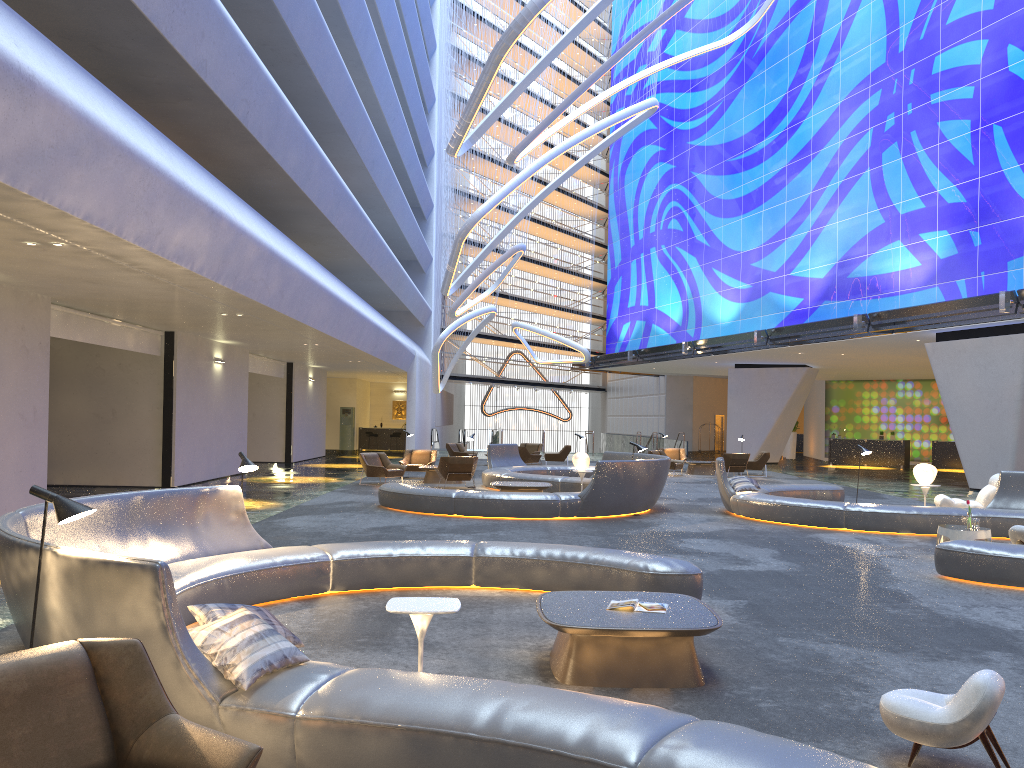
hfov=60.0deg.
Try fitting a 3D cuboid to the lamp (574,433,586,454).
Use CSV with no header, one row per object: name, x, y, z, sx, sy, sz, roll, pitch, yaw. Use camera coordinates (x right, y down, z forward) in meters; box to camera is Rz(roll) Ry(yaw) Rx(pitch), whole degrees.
lamp,1.791,1.971,23.816,0.384,1.300,0.202,1,0,17

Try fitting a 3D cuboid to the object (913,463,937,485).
object,7.358,1.610,15.797,0.367,0.387,0.318,1,-1,-18

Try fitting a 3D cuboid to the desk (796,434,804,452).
desk,16.675,3.449,51.997,2.977,1.097,0.814,0,-2,38

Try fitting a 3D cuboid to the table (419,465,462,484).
table,-1.760,2.304,22.525,1.203,0.392,1.204,1,-2,-1

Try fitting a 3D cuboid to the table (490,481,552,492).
table,0.176,2.134,17.211,1.203,0.392,1.204,1,-2,0

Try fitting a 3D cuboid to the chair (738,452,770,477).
chair,7.550,2.501,27.736,0.938,0.766,0.930,1,-1,8

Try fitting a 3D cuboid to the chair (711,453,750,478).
chair,6.534,2.428,26.351,0.929,0.766,0.939,2,-1,-17

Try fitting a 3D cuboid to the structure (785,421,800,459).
structure,13.228,2.523,41.965,1.022,2.051,0.772,1,-1,-22

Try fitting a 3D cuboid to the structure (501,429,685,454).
structure,3.855,6.875,53.427,9.304,8.396,19.745,1,-2,0

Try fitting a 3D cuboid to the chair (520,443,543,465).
chair,0.596,2.546,32.297,0.929,0.766,0.939,0,-2,27

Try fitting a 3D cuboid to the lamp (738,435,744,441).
lamp,6.880,2.174,26.582,0.202,1.300,0.384,1,0,16

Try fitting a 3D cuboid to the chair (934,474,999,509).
chair,7.821,1.955,15.015,1.157,0.882,0.729,1,-1,19

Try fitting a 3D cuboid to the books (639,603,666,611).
books,0.950,1.507,5.994,0.133,0.012,0.189,1,-2,-11

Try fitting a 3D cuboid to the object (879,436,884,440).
object,14.844,2.160,35.597,0.150,0.145,0.150,0,-2,33

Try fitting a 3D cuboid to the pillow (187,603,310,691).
pillow,-1.352,1.253,4.379,0.693,0.262,0.877,3,-3,-38

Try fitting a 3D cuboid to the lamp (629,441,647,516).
lamp,2.179,1.659,15.575,0.384,1.300,0.202,1,0,17

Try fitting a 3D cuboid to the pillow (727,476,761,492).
pillow,4.184,1.813,16.159,0.692,0.262,0.878,1,-2,8

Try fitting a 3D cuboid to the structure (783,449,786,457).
structure,13.697,2.612,44.051,0.773,2.050,1.022,1,-1,-30

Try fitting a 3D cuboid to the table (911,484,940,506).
table,7.374,2.103,15.840,0.418,0.595,0.427,2,-1,-26

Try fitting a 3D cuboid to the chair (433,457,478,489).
chair,-1.297,2.061,20.683,0.929,0.766,0.939,2,-1,-17

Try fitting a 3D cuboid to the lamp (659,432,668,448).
lamp,4.992,2.253,29.534,0.384,1.300,0.202,1,0,17

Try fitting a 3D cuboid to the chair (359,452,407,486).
chair,-3.143,2.052,21.355,0.938,0.766,0.930,0,-2,33

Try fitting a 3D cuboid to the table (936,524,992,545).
table,5.572,1.997,11.075,0.674,0.406,0.671,2,-2,-38

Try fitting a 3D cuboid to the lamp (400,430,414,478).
lamp,-2.839,1.886,23.865,0.384,1.300,0.202,1,0,17

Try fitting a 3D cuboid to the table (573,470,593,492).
table,1.449,2.085,18.260,0.418,0.595,0.428,1,-1,-1

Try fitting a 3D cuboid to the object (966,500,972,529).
object,5.667,1.615,10.968,0.066,0.355,0.076,1,0,-33

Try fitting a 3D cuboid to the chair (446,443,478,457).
chair,-1.759,2.442,30.740,0.938,0.766,0.930,0,-2,24

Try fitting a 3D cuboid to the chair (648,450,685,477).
chair,4.688,2.419,27.023,0.938,0.766,0.930,0,-2,33

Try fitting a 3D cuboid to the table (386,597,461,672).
table,-0.503,1.535,5.001,0.418,0.595,0.428,1,-1,-4

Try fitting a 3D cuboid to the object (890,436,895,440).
object,15.192,2.158,35.383,0.150,0.145,0.150,0,-2,33

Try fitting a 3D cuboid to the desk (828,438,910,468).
desk,14.533,2.795,36.123,2.977,1.097,0.814,0,-2,38

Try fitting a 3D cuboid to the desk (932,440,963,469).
desk,18.170,2.810,34.762,2.977,1.097,0.814,0,-2,36

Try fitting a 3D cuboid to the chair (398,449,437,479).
chair,-2.504,2.159,23.810,0.929,0.766,0.939,1,-1,6

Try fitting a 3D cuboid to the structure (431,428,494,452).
structure,-2.574,6.703,52.946,3.016,8.236,19.841,1,-2,0

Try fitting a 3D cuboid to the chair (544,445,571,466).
chair,1.588,2.511,30.894,0.938,0.766,0.930,1,-1,2

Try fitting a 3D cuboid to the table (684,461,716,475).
table,6.071,2.671,28.194,1.203,0.392,1.204,1,-2,0

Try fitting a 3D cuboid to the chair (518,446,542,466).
chair,0.366,2.428,29.356,0.939,0.766,0.929,2,-2,-39

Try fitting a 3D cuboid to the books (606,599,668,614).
books,0.856,1.501,6.034,0.395,0.039,0.301,1,-2,14

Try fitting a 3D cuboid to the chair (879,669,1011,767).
chair,2.106,1.623,4.309,0.586,0.501,0.491,0,-2,34

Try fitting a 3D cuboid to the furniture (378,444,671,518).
furniture,1.060,1.915,19.198,5.184,0.969,9.934,0,-2,17

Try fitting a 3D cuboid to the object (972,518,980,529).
object,5.787,1.739,11.058,0.071,0.118,0.151,1,-1,10

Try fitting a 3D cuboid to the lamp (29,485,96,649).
lamp,-2.211,1.139,4.272,0.384,1.300,0.202,1,0,-1

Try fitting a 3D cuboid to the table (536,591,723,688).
table,0.761,1.711,5.995,1.203,0.392,1.204,1,-2,0

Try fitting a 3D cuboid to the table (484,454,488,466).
table,-0.309,2.661,31.041,1.203,0.392,1.204,0,-2,18

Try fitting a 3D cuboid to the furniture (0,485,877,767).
furniture,-0.656,1.299,4.152,5.185,0.969,9.933,1,-2,-4

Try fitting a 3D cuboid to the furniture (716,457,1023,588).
furniture,6.689,1.801,13.551,5.186,0.969,9.932,1,-2,-8

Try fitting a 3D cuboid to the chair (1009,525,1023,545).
chair,6.720,1.968,10.964,1.785,0.501,0.585,3,-2,-36

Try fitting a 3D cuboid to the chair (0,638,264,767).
chair,-1.499,1.373,3.023,0.938,0.766,0.930,0,-2,33

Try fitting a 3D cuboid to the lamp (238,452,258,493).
lamp,-2.521,1.290,8.319,0.202,1.300,0.384,1,0,-41

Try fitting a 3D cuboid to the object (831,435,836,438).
object,13.328,2.173,36.716,0.149,0.149,0.149,0,-1,34

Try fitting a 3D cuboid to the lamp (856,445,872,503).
lamp,6.408,1.764,16.226,0.202,1.300,0.384,1,0,-25

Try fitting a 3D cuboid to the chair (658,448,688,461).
chair,5.327,2.526,29.478,0.929,0.766,0.939,1,-1,6

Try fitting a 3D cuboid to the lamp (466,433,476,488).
lamp,-0.951,1.807,20.913,0.202,1.300,0.384,1,0,16

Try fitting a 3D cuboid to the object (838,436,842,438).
object,13.531,2.191,36.576,0.107,0.108,0.111,0,-2,34

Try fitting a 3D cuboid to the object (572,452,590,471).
object,1.417,1.593,18.232,0.367,0.387,0.318,1,-1,7
